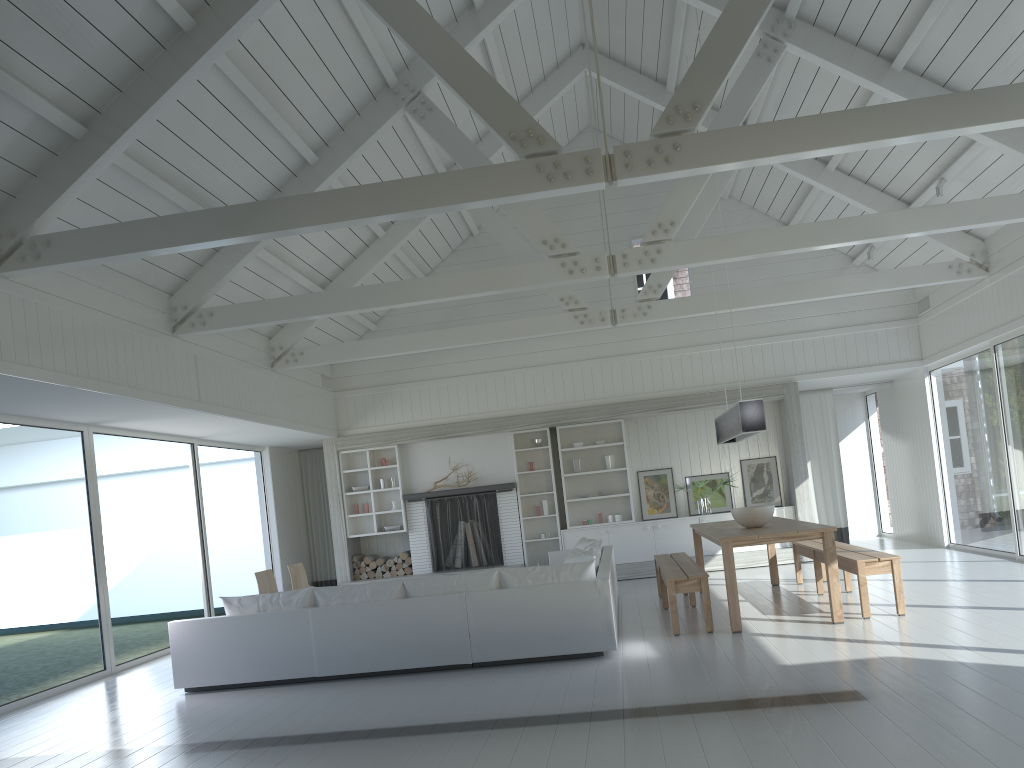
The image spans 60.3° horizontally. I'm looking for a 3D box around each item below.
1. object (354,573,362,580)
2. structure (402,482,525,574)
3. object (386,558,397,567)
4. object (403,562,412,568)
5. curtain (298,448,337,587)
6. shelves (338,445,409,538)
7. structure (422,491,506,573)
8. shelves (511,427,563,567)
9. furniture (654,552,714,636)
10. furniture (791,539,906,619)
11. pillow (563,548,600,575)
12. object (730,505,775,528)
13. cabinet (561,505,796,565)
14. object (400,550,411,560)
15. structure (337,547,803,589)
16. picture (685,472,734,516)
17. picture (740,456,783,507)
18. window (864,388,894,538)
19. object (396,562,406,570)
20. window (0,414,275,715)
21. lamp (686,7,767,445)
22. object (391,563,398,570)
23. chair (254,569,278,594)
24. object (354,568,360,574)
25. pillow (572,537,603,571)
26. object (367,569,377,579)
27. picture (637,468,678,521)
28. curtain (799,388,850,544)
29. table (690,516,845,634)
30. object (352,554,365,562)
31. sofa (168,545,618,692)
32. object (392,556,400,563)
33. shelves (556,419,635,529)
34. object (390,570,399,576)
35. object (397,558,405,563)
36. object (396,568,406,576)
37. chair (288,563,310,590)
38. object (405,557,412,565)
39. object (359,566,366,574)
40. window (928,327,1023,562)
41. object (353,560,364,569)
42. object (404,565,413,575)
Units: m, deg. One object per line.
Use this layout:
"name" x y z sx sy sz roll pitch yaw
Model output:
"object" -2.196 2.810 12.906 0.108 0.106 0.517 -7 -7 4
"structure" -0.638 2.153 12.741 1.619 1.282 0.862 -7 -3 7
"object" -1.722 2.590 12.843 0.109 0.109 0.497 -7 -7 4
"object" -1.496 2.615 12.808 0.080 0.079 0.480 -7 -7 4
"curtain" -2.952 2.183 13.897 0.631 2.363 0.116 -6 -1 6
"shelves" -1.955 1.560 12.793 0.867 1.236 0.550 -7 -2 7
"structure" -0.682 2.087 12.389 1.099 1.060 0.116 -7 -2 6
"shelves" 0.393 1.666 12.639 0.541 1.994 0.606 -6 -2 6
"furniture" 1.614 1.963 8.482 0.341 0.469 2.694 -7 -7 6
"furniture" 3.093 1.777 8.306 0.341 0.469 2.694 -7 -7 6
"pillow" 0.568 1.735 7.865 0.465 0.475 1.327 -6 -7 -2
"object" 2.192 1.209 7.999 0.389 0.184 0.392 -6 -6 -2
"cabinet" 2.312 2.150 12.377 3.186 0.549 0.656 -7 -5 7
"object" -1.525 2.488 12.821 0.110 0.110 0.497 -7 -7 4
"structure" 0.821 2.684 12.859 6.358 0.345 1.891 -7 -7 7
"picture" 2.758 1.540 12.326 0.610 0.552 0.053 -7 -1 7
"picture" 3.457 1.376 12.232 0.495 0.701 0.065 -7 -1 7
"window" 5.985 1.284 14.284 0.038 2.421 0.948 -6 -2 6
"object" -1.585 2.636 12.826 0.109 0.109 0.497 -7 -7 4
"window" -4.008 1.599 8.492 0.080 2.409 8.758 -6 -7 6
"lamp" 1.930 -1.577 8.434 0.200 4.230 1.911 -6 -2 6
"object" -1.671 2.650 12.823 0.080 0.079 0.480 -7 -7 4
"chair" -2.412 2.342 9.299 0.556 0.778 0.597 -7 -4 6
"object" -2.207 2.717 12.887 0.080 0.079 0.480 -7 -7 4
"pillow" 0.805 1.930 9.512 0.462 0.475 2.071 -6 -7 -1
"object" -1.996 2.763 12.874 0.110 0.110 0.497 -7 -7 4
"picture" 2.045 1.552 12.401 0.495 0.701 0.065 -7 -1 7
"curtain" 4.419 1.280 13.159 1.008 2.363 0.116 -7 -1 7
"table" 2.314 1.729 8.406 0.907 0.759 2.963 -7 -7 6
"object" -2.242 2.541 12.893 0.080 0.079 0.480 -7 -7 4
"sofa" -0.723 2.113 8.765 3.481 0.735 4.154 -7 -7 6
"object" -1.649 2.540 12.821 0.086 0.091 0.481 -7 -7 5
"shelves" 1.194 1.288 12.546 0.940 1.439 0.606 -7 -2 7
"object" -1.660 2.743 12.842 0.108 0.106 0.517 -7 -7 4
"object" -1.585 2.543 12.813 0.080 0.079 0.480 -7 -7 4
"object" -1.559 2.726 12.838 0.134 0.146 0.551 -7 -7 6
"chair" -2.263 2.428 10.068 0.556 0.778 0.597 -7 -4 6
"object" -1.453 2.559 12.810 0.109 0.109 0.497 -7 -7 4
"object" -2.122 2.703 12.890 0.109 0.109 0.497 -7 -7 4
"window" 4.994 0.324 6.305 0.080 2.408 10.983 -6 -7 6
"object" -2.214 2.630 12.901 0.109 0.109 0.497 -7 -7 4
"object" -1.460 2.696 12.810 0.110 0.110 0.497 -7 -7 4
